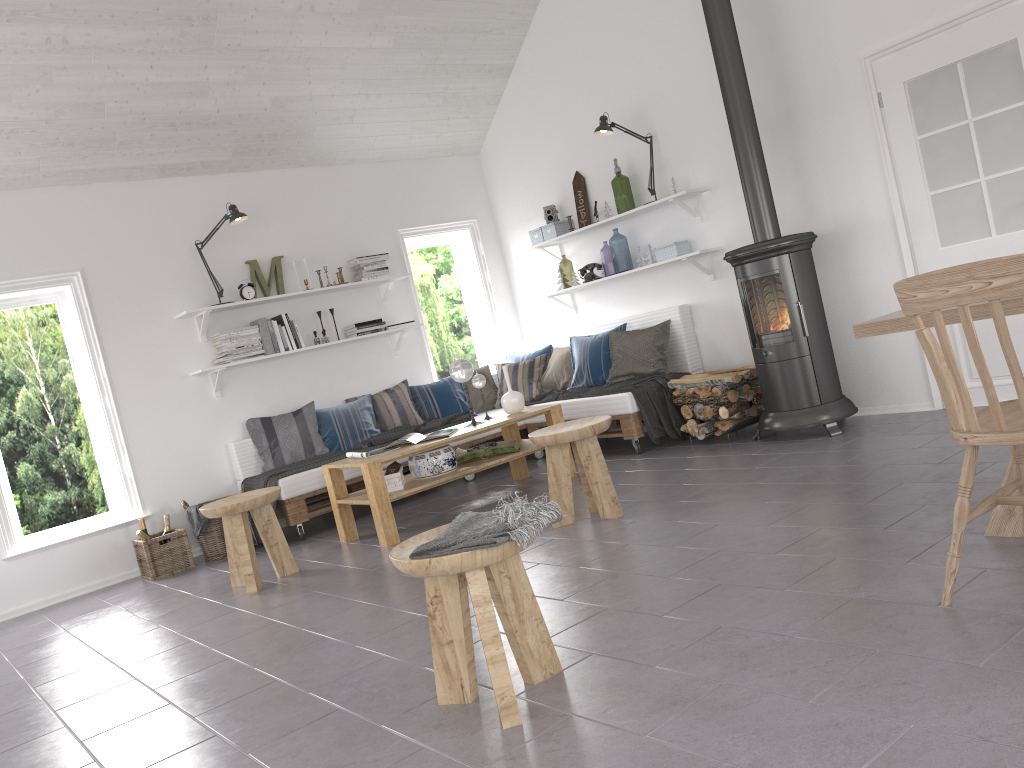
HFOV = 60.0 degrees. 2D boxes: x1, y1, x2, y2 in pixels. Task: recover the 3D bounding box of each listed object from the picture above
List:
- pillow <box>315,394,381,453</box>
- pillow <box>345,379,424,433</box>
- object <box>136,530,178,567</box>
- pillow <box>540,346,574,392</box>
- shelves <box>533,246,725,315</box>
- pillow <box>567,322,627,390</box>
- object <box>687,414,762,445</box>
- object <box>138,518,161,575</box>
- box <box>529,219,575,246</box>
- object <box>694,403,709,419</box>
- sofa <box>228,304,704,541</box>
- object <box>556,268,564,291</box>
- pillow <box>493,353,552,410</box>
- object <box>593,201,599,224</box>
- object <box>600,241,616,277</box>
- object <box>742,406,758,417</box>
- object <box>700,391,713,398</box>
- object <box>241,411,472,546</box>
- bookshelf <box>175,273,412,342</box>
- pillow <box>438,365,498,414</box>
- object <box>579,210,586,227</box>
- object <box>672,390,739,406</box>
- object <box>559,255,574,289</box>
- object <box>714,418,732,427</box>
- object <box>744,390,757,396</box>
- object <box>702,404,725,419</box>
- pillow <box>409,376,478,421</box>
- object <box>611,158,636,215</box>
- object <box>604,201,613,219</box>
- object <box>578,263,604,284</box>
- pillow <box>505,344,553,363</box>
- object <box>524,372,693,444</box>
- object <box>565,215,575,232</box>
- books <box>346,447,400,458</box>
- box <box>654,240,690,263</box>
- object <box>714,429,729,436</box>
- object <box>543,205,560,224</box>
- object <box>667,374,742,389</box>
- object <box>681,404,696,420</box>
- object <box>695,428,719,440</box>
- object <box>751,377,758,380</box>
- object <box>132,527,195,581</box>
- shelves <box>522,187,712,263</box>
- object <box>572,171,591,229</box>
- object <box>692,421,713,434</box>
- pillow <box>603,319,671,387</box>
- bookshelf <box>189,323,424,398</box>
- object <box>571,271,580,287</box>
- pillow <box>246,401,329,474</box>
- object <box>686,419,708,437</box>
[{"bbox_3d":[-1.233,0.325,6.628,0.525,0.401,0.331,-14,3,-18],"label":"pillow"},{"bbox_3d":[-0.961,0.226,6.878,0.546,0.438,0.316,-15,3,-24],"label":"pillow"},{"bbox_3d":[-2.264,1.066,5.729,0.095,0.332,0.284,-11,4,32],"label":"object"},{"bbox_3d":[0.428,-0.109,7.114,0.366,0.381,0.521,-16,4,-40],"label":"pillow"},{"bbox_3d":[0.841,-0.729,6.733,0.269,0.212,1.820,-16,4,-37],"label":"shelves"},{"bbox_3d":[0.648,-0.198,6.777,0.526,0.428,0.311,-11,4,32],"label":"pillow"},{"bbox_3d":[1.467,0.285,5.940,0.478,0.118,0.456,-16,4,-37],"label":"object"},{"bbox_3d":[-2.378,1.061,5.798,0.095,0.377,0.095,-13,3,-1],"label":"object"},{"bbox_3d":[0.341,-1.238,7.268,0.242,0.131,0.332,-16,4,-36],"label":"box"},{"bbox_3d":[1.400,0.128,5.934,0.463,0.109,0.110,-16,4,-38],"label":"object"},{"bbox_3d":[-0.297,0.267,6.411,2.855,0.932,2.017,-16,4,-37],"label":"sofa"},{"bbox_3d":[0.412,-0.864,7.228,0.107,0.195,0.113,-15,3,-30],"label":"object"},{"bbox_3d":[0.081,-0.014,7.302,0.516,0.392,0.358,-12,3,22],"label":"pillow"},{"bbox_3d":[0.648,-1.306,6.806,0.092,0.172,0.177,-12,3,21],"label":"object"},{"bbox_3d":[0.739,-0.954,6.757,0.111,0.270,0.111,-14,3,-19],"label":"object"},{"bbox_3d":[1.387,0.199,5.890,0.101,0.070,0.539,-15,4,-36],"label":"object"},{"bbox_3d":[1.402,0.015,5.818,0.529,0.048,0.059,-16,4,-37],"label":"object"},{"bbox_3d":[-1.051,0.638,6.436,1.892,0.533,0.685,-16,4,-37],"label":"object"},{"bbox_3d":[-1.567,-0.579,6.677,1.820,0.212,0.269,-16,4,-37],"label":"bookshelf"},{"bbox_3d":[-0.305,0.046,7.394,0.545,0.438,0.334,-15,4,-31],"label":"pillow"},{"bbox_3d":[0.557,-1.279,6.918,0.052,0.148,0.052,-12,3,15],"label":"object"},{"bbox_3d":[1.259,0.093,5.786,0.126,0.104,0.480,-15,4,-35],"label":"object"},{"bbox_3d":[0.444,-0.905,7.142,0.111,0.270,0.111,-14,3,-19],"label":"object"},{"bbox_3d":[1.481,0.216,5.841,0.425,0.033,0.046,-16,4,-37],"label":"object"},{"bbox_3d":[1.407,0.078,5.897,0.098,0.067,0.467,-15,4,-35],"label":"object"},{"bbox_3d":[1.463,0.128,5.853,0.561,0.102,0.102,-16,4,-37],"label":"object"},{"bbox_3d":[-0.576,0.157,7.094,0.523,0.408,0.341,-14,3,-21],"label":"pillow"},{"bbox_3d":[0.802,-1.453,6.514,0.136,0.415,0.136,-13,3,-4],"label":"object"},{"bbox_3d":[0.716,-1.301,6.636,0.075,0.147,0.075,-12,3,20],"label":"object"},{"bbox_3d":[0.620,-0.872,6.971,0.171,0.146,0.203,-14,3,-13],"label":"object"},{"bbox_3d":[0.166,-0.089,7.579,0.534,0.437,0.287,-12,3,26],"label":"pillow"},{"bbox_3d":[0.703,0.224,6.622,1.449,0.508,0.716,-10,4,43],"label":"object"},{"bbox_3d":[0.463,-1.265,7.016,0.085,0.152,0.085,-14,3,-13],"label":"object"},{"bbox_3d":[-0.844,0.405,5.370,0.229,0.043,0.300,-15,4,-33],"label":"books"},{"bbox_3d":[1.137,-0.939,6.291,0.137,0.110,0.202,-16,4,-36],"label":"box"},{"bbox_3d":[1.517,0.254,5.859,0.467,0.067,0.096,-16,4,-36],"label":"object"},{"bbox_3d":[0.321,-1.380,7.250,0.121,0.157,0.117,-13,3,13],"label":"object"},{"bbox_3d":[1.250,-0.017,5.806,0.115,0.079,0.571,-15,4,-36],"label":"object"},{"bbox_3d":[1.351,0.135,6.041,0.516,0.107,0.103,-16,4,-38],"label":"object"},{"bbox_3d":[1.445,0.273,5.930,0.562,0.063,0.095,-15,4,-36],"label":"object"},{"bbox_3d":[1.537,0.003,5.986,0.123,0.097,0.483,-15,4,-35],"label":"object"},{"bbox_3d":[-2.273,1.111,5.789,0.276,0.270,0.276,-16,4,-37],"label":"object"},{"bbox_3d":[0.747,-1.128,6.711,0.269,0.212,1.820,-16,4,-37],"label":"shelves"},{"bbox_3d":[0.549,-1.452,7.036,0.053,0.480,0.154,-15,4,-31],"label":"object"},{"bbox_3d":[1.416,0.239,5.935,0.561,0.050,0.057,-16,4,-37],"label":"object"},{"bbox_3d":[0.918,-0.220,6.445,0.519,0.395,0.334,-11,4,31],"label":"pillow"},{"bbox_3d":[-1.473,-0.180,6.698,1.820,0.212,0.269,-16,4,-37],"label":"bookshelf"},{"bbox_3d":[0.497,-0.837,7.032,0.072,0.124,0.068,-11,4,38],"label":"object"},{"bbox_3d":[-1.616,0.396,6.394,0.534,0.444,0.301,-14,3,-20],"label":"pillow"},{"bbox_3d":[1.403,0.244,6.013,0.520,0.142,0.118,-15,4,-33],"label":"object"}]
